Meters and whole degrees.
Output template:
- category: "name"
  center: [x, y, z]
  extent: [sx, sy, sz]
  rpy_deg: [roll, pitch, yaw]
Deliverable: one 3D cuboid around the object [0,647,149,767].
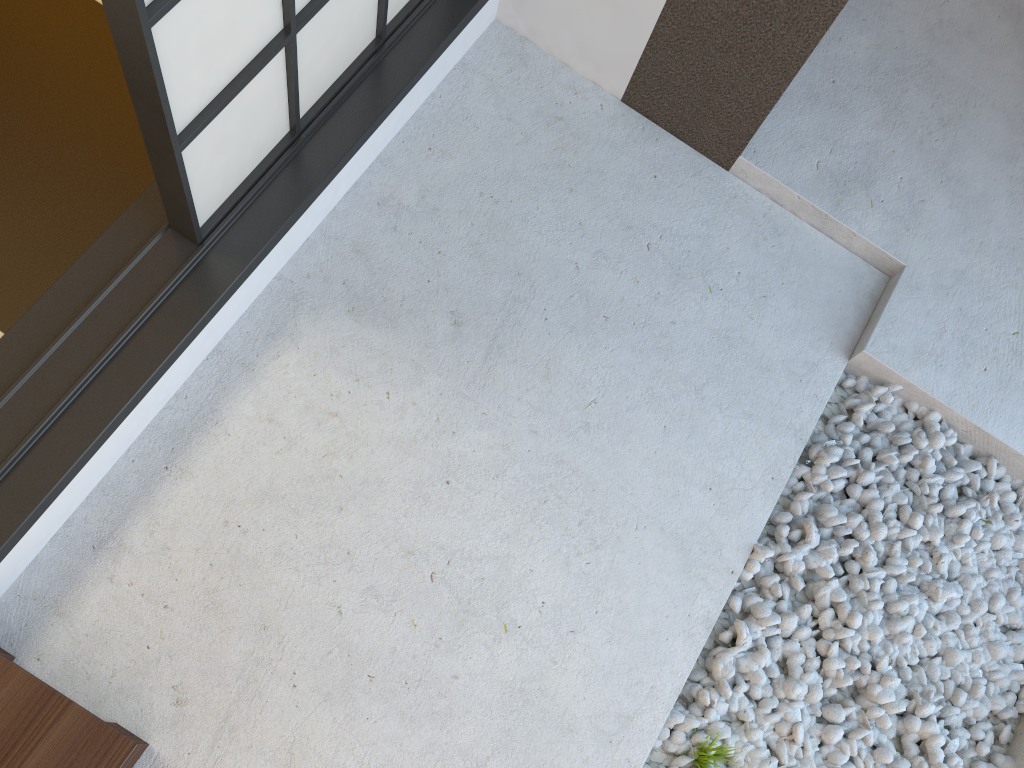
- category: "object"
  center: [-0.940, 0.770, 1.349]
  extent: [0.349, 0.104, 0.685]
  rpy_deg: [34, 69, 0]
